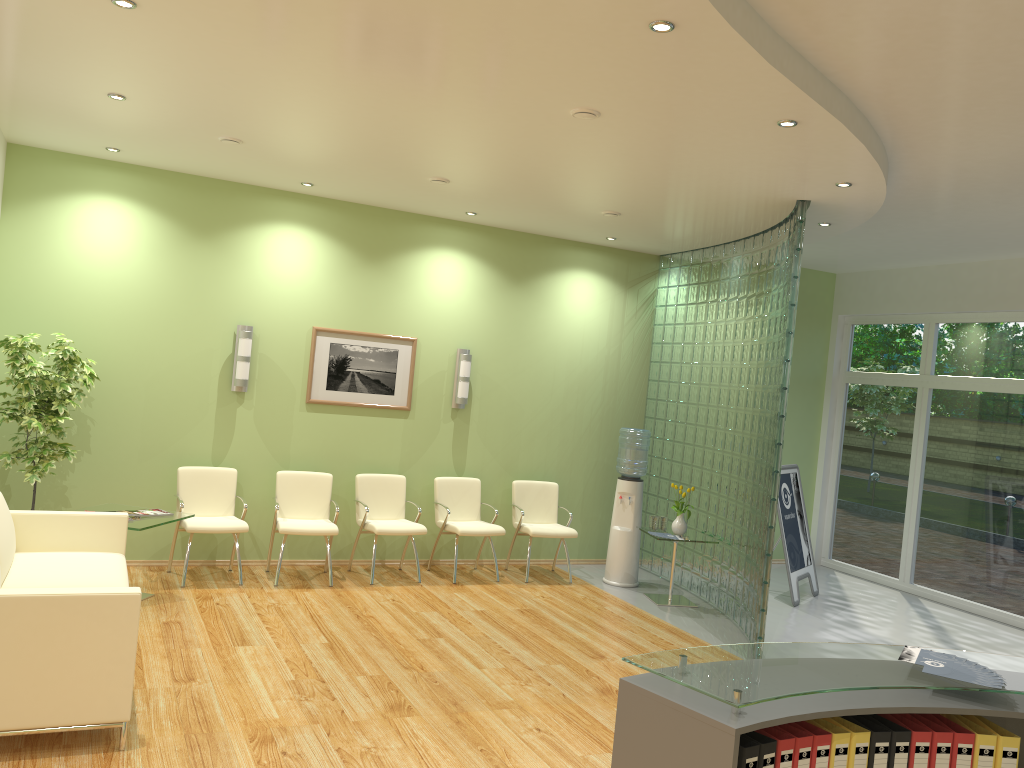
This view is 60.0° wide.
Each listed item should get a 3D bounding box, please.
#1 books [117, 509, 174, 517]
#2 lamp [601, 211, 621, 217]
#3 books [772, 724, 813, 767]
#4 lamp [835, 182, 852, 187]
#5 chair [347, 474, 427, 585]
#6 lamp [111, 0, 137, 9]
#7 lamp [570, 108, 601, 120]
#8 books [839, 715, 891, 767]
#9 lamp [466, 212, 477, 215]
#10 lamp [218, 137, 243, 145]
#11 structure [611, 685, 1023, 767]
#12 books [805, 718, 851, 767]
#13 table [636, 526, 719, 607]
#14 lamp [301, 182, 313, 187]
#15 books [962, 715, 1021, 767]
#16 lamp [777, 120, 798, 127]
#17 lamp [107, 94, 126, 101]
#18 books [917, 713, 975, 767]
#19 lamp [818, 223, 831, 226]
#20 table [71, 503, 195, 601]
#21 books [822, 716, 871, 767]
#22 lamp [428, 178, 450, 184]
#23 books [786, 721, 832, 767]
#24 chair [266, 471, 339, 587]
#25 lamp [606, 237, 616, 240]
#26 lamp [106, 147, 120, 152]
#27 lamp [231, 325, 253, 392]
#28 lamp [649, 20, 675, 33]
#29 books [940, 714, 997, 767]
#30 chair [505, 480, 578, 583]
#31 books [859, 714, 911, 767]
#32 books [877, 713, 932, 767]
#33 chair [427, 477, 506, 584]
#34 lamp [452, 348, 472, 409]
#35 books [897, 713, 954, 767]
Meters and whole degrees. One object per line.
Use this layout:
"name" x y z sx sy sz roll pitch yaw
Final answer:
"books" -2.737 0.957 6.625 0.230 0.031 0.328 6 1 40
"lamp" 0.836 -1.428 7.493 0.167 0.024 0.167 5 1 -42
"books" 0.747 1.103 2.536 0.063 0.282 0.231 5 1 -24
"lamp" 2.156 -1.294 5.765 0.105 0.011 0.105 5 0 -9
"chair" 12.819 2.627 1.918 31.281 0.986 0.752 6 1 23
"lamp" -1.679 -1.645 3.837 0.105 0.011 0.105 6 0 8
"lamp" 0.394 -1.448 4.783 0.167 0.024 0.167 6 0 14
"books" 0.996 1.126 2.627 0.062 0.282 0.233 5 1 -26
"lamp" -0.374 -1.556 8.113 0.105 0.011 0.105 5 1 -44
"lamp" -1.961 -1.686 6.175 0.167 0.024 0.167 6 1 25
"structure" 2.130 1.561 1.708 1.837 1.049 3.673 5 1 -40
"books" 0.857 1.113 2.582 0.062 0.282 0.233 5 1 -31
"table" 1.473 1.673 8.093 0.581 0.614 0.581 5 0 -11
"lamp" -1.726 -1.681 7.476 0.105 0.011 0.105 5 1 -44
"books" 1.417 1.166 2.693 0.062 0.282 0.233 5 0 -12
"lamp" 1.432 -1.353 4.615 0.105 0.011 0.105 6 1 35
"lamp" -2.379 -1.725 5.338 0.105 0.011 0.105 6 0 8
"books" 1.303 1.155 2.690 0.063 0.282 0.231 5 0 -1
"lamp" 2.494 -1.272 7.077 0.105 0.011 0.105 5 0 -8
"table" -2.883 1.268 6.518 0.736 0.614 0.736 6 0 10
"books" 0.923 1.119 2.605 0.062 0.282 0.233 5 1 -30
"lamp" -0.562 -1.557 6.834 0.167 0.024 0.167 6 1 25
"books" 0.815 1.109 2.567 0.063 0.282 0.231 5 1 -19
"chair" -1.785 1.230 7.628 0.536 0.881 0.650 5 1 -20
"lamp" 0.978 -1.432 8.751 0.105 0.011 0.105 5 1 -44
"lamp" -3.079 -1.805 6.839 0.105 0.011 0.105 5 0 1
"lamp" -2.342 -0.220 7.723 0.134 0.580 0.142 5 1 -25
"lamp" 0.598 -1.424 3.540 0.105 0.011 0.105 6 1 22
"books" 1.374 1.162 2.695 0.063 0.282 0.231 5 0 1
"chair" 0.290 1.421 8.602 0.536 0.881 0.650 5 1 -20
"books" 1.061 1.132 2.645 0.062 0.282 0.233 5 1 -26
"books" 1.160 1.141 2.670 0.063 0.282 0.231 5 0 -6
"chair" 13.185 2.660 2.096 30.806 0.986 0.748 6 1 24
"lamp" -0.478 -0.049 8.602 0.134 0.580 0.142 5 1 -25
"books" 1.228 1.148 2.682 0.063 0.282 0.231 5 0 -6
